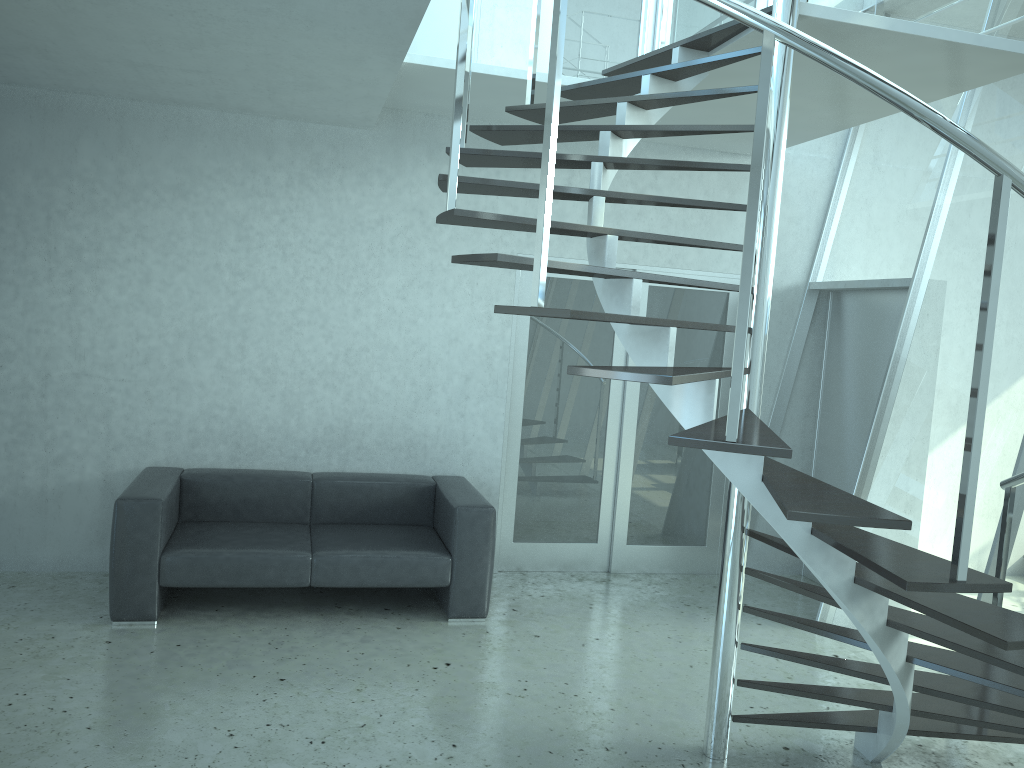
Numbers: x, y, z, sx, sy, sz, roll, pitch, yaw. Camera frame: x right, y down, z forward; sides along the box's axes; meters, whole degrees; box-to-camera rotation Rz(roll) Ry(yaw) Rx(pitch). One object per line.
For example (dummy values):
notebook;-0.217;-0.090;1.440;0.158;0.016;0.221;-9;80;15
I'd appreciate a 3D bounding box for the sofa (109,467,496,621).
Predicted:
sofa;-1.170;0.898;5.148;2.025;0.652;0.943;3;4;-14

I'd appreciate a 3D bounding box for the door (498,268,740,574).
door;1.176;-0.092;6.652;1.162;3.200;2.576;7;5;34

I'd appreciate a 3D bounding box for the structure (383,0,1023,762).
structure;0.813;-0.612;4.048;2.655;4.156;3.780;3;4;-14
